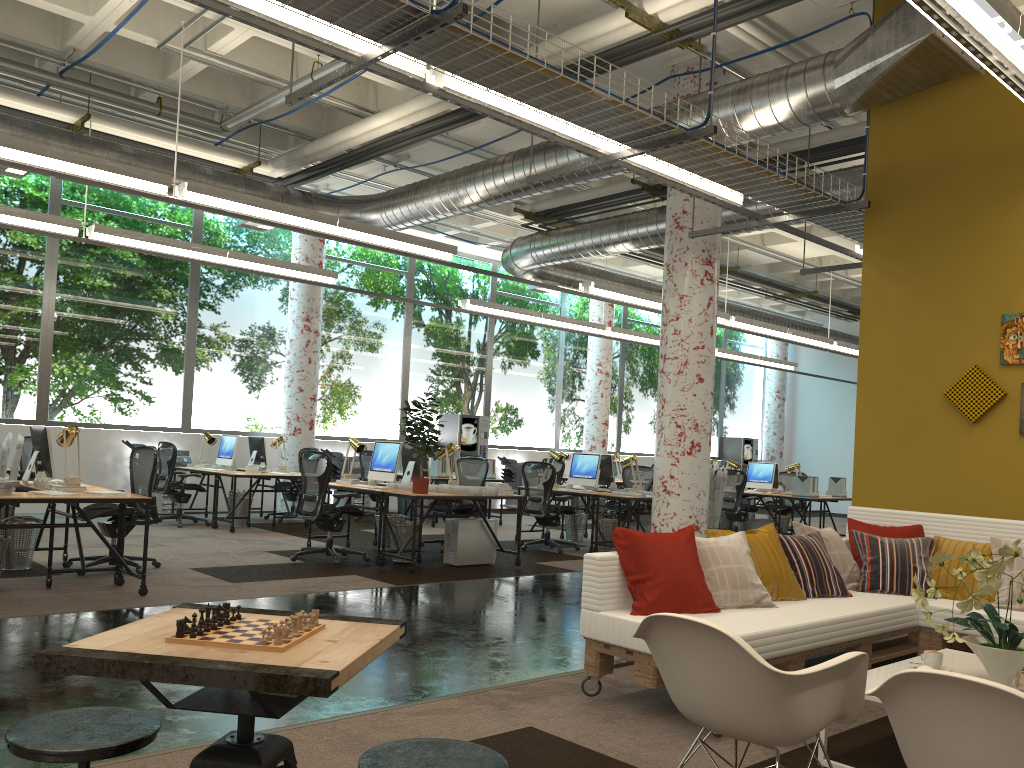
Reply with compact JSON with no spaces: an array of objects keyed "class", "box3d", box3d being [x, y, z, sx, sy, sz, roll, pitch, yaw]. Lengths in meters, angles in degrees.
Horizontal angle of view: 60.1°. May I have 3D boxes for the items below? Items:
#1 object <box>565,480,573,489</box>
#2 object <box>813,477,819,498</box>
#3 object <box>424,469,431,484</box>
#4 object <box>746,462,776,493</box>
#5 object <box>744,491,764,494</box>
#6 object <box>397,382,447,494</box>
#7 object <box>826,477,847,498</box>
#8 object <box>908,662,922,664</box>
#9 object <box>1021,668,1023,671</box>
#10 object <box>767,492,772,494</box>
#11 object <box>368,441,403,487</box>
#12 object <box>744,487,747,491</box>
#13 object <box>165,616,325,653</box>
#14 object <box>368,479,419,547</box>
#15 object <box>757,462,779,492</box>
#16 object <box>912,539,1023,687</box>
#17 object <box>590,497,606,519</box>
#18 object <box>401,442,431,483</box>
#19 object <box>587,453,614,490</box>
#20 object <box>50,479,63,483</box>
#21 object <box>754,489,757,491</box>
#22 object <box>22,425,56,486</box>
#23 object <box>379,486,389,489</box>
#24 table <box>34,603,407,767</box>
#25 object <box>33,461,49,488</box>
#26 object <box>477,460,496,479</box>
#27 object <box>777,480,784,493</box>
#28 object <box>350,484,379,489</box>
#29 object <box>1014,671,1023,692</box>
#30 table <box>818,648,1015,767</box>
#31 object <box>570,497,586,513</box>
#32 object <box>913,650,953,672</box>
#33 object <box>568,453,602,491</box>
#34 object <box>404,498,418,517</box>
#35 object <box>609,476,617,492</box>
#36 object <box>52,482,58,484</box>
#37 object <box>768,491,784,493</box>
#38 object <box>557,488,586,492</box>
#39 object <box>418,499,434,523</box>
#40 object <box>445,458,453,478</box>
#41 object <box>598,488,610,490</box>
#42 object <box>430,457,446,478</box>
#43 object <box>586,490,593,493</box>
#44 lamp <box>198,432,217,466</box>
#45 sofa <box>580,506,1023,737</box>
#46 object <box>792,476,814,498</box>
[{"class":"object","box3d":[0.761,1.289,11.722,0.101,0.209,0.101,3,-2,3]},{"class":"object","box3d":[4.469,1.553,13.344,0.150,0.302,0.280,5,-3,-42]},{"class":"object","box3d":[-0.921,1.020,9.530,0.101,0.209,0.101,3,-2,3]},{"class":"object","box3d":[3.950,1.485,14.046,0.190,0.485,0.483,4,-3,-42]},{"class":"object","box3d":[3.756,1.699,13.911,0.119,0.017,0.439,7,-6,-42]},{"class":"object","box3d":[-0.877,0.513,8.488,0.513,1.076,0.439,2,-2,38]},{"class":"object","box3d":[5.105,1.628,13.926,0.150,0.302,0.280,5,-3,-42]},{"class":"object","box3d":[1.857,1.269,4.015,0.132,0.011,0.028,3,-4,2]},{"class":"object","box3d":[2.307,1.279,4.012,0.135,0.061,0.072,4,-3,-22]},{"class":"object","box3d":[3.973,1.686,13.664,0.106,0.029,0.059,6,-5,-41]},{"class":"object","box3d":[-1.310,0.843,9.273,0.190,0.485,0.483,4,-3,-42]},{"class":"object","box3d":[3.759,1.635,14.333,0.101,0.209,0.101,3,-2,3]},{"class":"object","box3d":[-0.616,0.585,2.082,0.273,0.012,0.274,2,-4,8]},{"class":"object","box3d":[-1.246,1.349,9.301,0.848,0.932,0.105,1,-2,43]},{"class":"object","box3d":[4.162,1.537,14.596,0.190,0.485,0.483,4,-3,-42]},{"class":"object","box3d":[2.060,0.970,3.754,0.789,0.615,0.417,5,-3,-30]},{"class":"object","box3d":[0.320,2.176,15.788,3.416,0.436,0.366,6,-3,-33]},{"class":"object","box3d":[-1.097,0.894,9.823,0.190,0.485,0.483,4,-3,-42]},{"class":"object","box3d":[1.164,1.191,11.985,0.190,0.485,0.483,4,-3,-42]},{"class":"object","box3d":[-3.918,0.836,7.618,0.106,0.029,0.059,6,-5,-41]},{"class":"object","box3d":[4.116,1.788,14.969,0.106,0.029,0.059,6,-5,-41]},{"class":"object","box3d":[-3.872,0.584,7.245,0.190,0.485,0.483,4,-3,-42]},{"class":"object","box3d":[-1.287,1.043,8.890,0.106,0.029,0.059,6,-5,-41]},{"class":"table","box3d":[-0.647,0.966,2.072,0.625,0.758,0.617,3,-2,8]},{"class":"object","box3d":[-3.695,0.710,6.952,0.101,0.209,0.101,3,-2,3]},{"class":"object","box3d":[-0.397,1.351,14.045,0.150,0.302,0.280,5,-3,-42]},{"class":"object","box3d":[4.339,1.663,14.303,0.101,0.209,0.101,3,-2,3]},{"class":"object","box3d":[-1.503,1.056,9.137,0.119,0.017,0.439,7,-6,-42]},{"class":"object","box3d":[1.944,1.143,3.334,0.094,0.106,0.095,3,-2,8]},{"class":"table","box3d":[2.056,1.438,3.691,1.265,0.330,0.984,7,-5,-42]},{"class":"object","box3d":[1.306,2.358,17.603,0.358,0.434,0.354,1,-3,44]},{"class":"object","box3d":[1.884,1.239,3.960,0.160,0.090,0.160,4,-4,-18]},{"class":"object","box3d":[0.952,1.140,11.435,0.190,0.485,0.483,4,-3,-42]},{"class":"object","box3d":[-1.632,2.010,14.916,0.353,0.434,0.369,3,-2,-7]},{"class":"object","box3d":[1.341,1.317,11.692,0.101,0.209,0.101,3,-2,3]},{"class":"object","box3d":[-3.703,0.835,7.371,0.119,0.017,0.439,7,-6,-42]},{"class":"object","box3d":[4.331,1.788,14.722,0.119,0.017,0.439,7,-6,-42]},{"class":"object","box3d":[0.758,1.353,11.300,0.119,0.017,0.439,7,-6,-42]},{"class":"object","box3d":[-1.341,1.954,13.936,0.358,0.434,0.354,1,-3,44]},{"class":"object","box3d":[-1.033,1.276,13.462,0.150,0.302,0.280,5,-3,-42]},{"class":"object","box3d":[1.333,1.442,12.111,0.119,0.017,0.439,7,-6,-42]},{"class":"object","box3d":[-1.142,1.263,13.363,0.150,0.302,0.280,5,-3,-42]},{"class":"object","box3d":[0.975,1.340,11.053,0.106,0.029,0.059,6,-5,-41]},{"class":"lamp","box3d":[-4.298,0.983,12.456,0.219,0.610,0.528,4,-2,-23]},{"class":"sofa","box3d":[2.065,1.194,4.627,2.862,0.930,2.017,6,-5,-42]},{"class":"object","box3d":[4.360,1.540,13.244,0.150,0.302,0.280,5,-3,-42]}]
